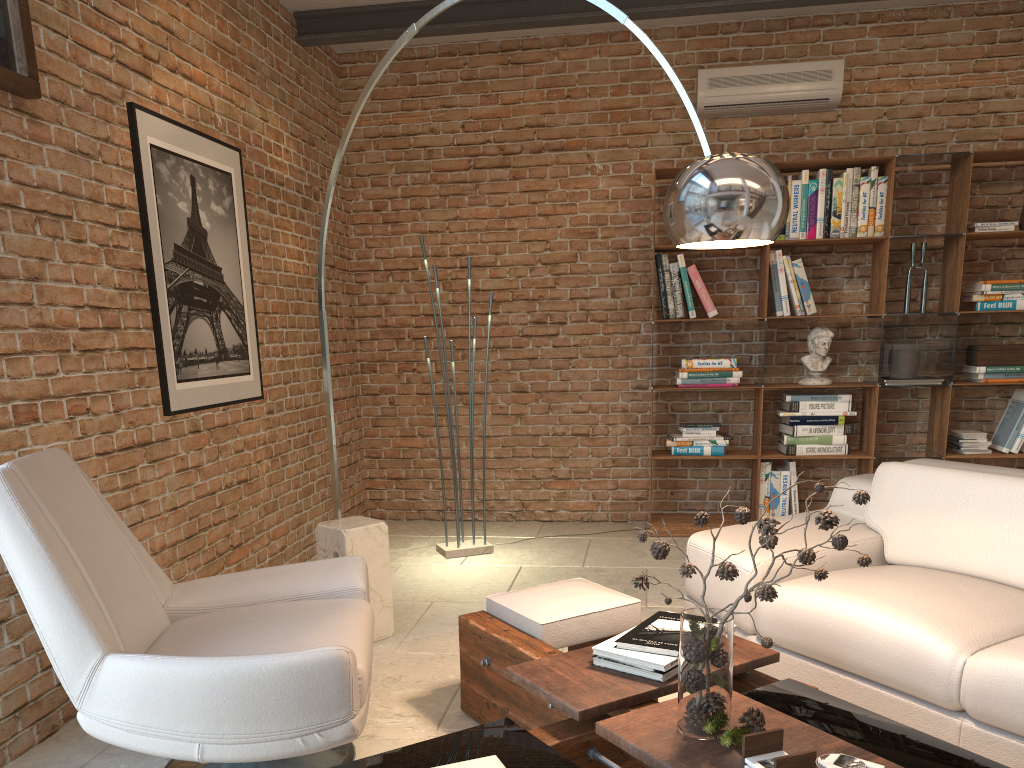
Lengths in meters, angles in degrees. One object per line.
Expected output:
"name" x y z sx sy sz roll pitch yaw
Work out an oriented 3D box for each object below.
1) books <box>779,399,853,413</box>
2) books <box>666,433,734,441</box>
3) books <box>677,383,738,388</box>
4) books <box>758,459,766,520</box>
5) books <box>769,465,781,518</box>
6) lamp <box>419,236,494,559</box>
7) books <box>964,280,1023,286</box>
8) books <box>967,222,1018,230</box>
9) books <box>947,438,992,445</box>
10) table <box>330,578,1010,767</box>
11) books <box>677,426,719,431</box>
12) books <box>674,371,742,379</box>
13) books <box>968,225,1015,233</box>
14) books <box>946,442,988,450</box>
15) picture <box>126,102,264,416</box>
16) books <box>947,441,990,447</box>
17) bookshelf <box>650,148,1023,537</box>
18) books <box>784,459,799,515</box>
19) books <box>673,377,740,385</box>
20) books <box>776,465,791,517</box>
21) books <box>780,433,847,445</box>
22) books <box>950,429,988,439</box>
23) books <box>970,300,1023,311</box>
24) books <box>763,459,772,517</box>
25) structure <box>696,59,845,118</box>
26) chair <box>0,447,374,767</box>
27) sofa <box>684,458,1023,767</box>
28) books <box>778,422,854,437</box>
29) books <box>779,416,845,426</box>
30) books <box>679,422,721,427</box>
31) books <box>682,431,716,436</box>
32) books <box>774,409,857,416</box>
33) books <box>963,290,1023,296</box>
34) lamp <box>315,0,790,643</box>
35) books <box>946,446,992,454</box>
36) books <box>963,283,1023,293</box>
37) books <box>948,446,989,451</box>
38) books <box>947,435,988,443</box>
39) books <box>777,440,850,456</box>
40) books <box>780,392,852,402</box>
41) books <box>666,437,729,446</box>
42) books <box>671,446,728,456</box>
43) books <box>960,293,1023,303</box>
"books" 1.875 0.130 5.388 0.380 0.066 0.237 -1 4 3
"books" 1.187 0.335 5.528 0.380 0.019 0.237 -1 3 2
"books" 1.217 0.003 5.448 0.356 0.021 0.265 -1 3 9
"books" 1.574 0.671 5.549 0.036 0.395 0.236 1 11 9
"books" 1.658 0.696 5.550 0.057 0.340 0.246 1 10 9
"lamp" -0.305 0.104 5.040 0.416 1.878 0.193 -6 14 -20
"books" 2.862 -0.587 5.064 0.356 0.021 0.265 -1 3 7
"books" 2.715 -0.899 4.958 0.236 0.019 0.166 -1 4 2
"books" 2.783 0.349 5.316 0.171 0.019 0.230 -1 3 2
"table" 0.182 0.979 1.975 1.953 0.442 2.165 -4 4 -30
"books" 1.183 0.281 5.546 0.236 0.019 0.166 -1 4 2
"books" 1.215 -0.062 5.420 0.380 0.037 0.237 -1 4 3
"books" 2.720 -0.872 4.956 0.206 0.035 0.129 -1 4 9
"books" 2.762 0.376 5.315 0.162 0.017 0.245 -1 3 4
"picture" -1.367 -0.497 3.887 0.027 1.233 0.883 1 10 9
"books" 2.776 0.363 5.313 0.156 0.008 0.236 -1 3 4
"bookshelf" 2.372 -0.171 5.216 3.034 2.272 0.352 0 13 9
"books" 1.777 0.664 5.540 0.079 0.397 0.236 1 11 9
"books" 1.206 -0.026 5.437 0.380 0.037 0.237 -1 4 4
"books" 1.713 0.694 5.535 0.055 0.340 0.246 1 10 9
"books" 1.871 0.333 5.434 0.362 0.057 0.275 -1 4 11
"books" 2.774 0.305 5.300 0.132 0.035 0.200 -1 4 4
"books" 2.870 -0.456 5.084 0.326 0.057 0.248 0 4 19
"books" 1.612 0.669 5.559 0.036 0.395 0.236 1 11 9
"structure" 1.498 -1.727 5.113 0.812 0.226 0.194 -1 9 9
"chair" -0.920 0.684 2.575 0.982 1.030 0.996 -2 9 -7
"sofa" 1.731 0.729 2.693 1.133 0.778 2.287 -5 6 -31
"books" 1.878 0.274 5.403 0.379 0.066 0.238 -2 4 -4
"books" 1.847 0.214 5.382 0.326 0.057 0.248 -1 4 4
"books" 1.188 0.255 5.518 0.252 0.017 0.158 -1 4 9
"books" 1.188 0.308 5.544 0.206 0.035 0.129 -1 4 9
"books" 1.865 0.174 5.382 0.444 0.021 0.265 -1 3 9
"books" 2.862 -0.530 5.066 0.380 0.019 0.237 -1 3 2
"lamp" -0.037 -0.051 2.962 2.004 2.424 0.313 7 16 44
"books" 2.784 0.401 5.328 0.171 0.019 0.230 -2 3 -3
"books" 2.862 -0.557 5.051 0.380 0.037 0.237 -1 4 3
"books" 2.776 0.388 5.319 0.156 0.008 0.236 -1 3 4
"books" 2.761 0.331 5.304 0.162 0.017 0.245 -1 3 9
"books" 1.870 0.395 5.429 0.380 0.066 0.237 -1 4 3
"books" 1.868 0.079 5.372 0.380 0.037 0.237 -1 4 9
"books" 1.173 0.363 5.546 0.380 0.037 0.237 -1 4 9
"books" 1.194 0.409 5.546 0.326 0.057 0.248 0 4 19
"books" 2.849 -0.502 5.085 0.380 0.037 0.237 -1 4 9
